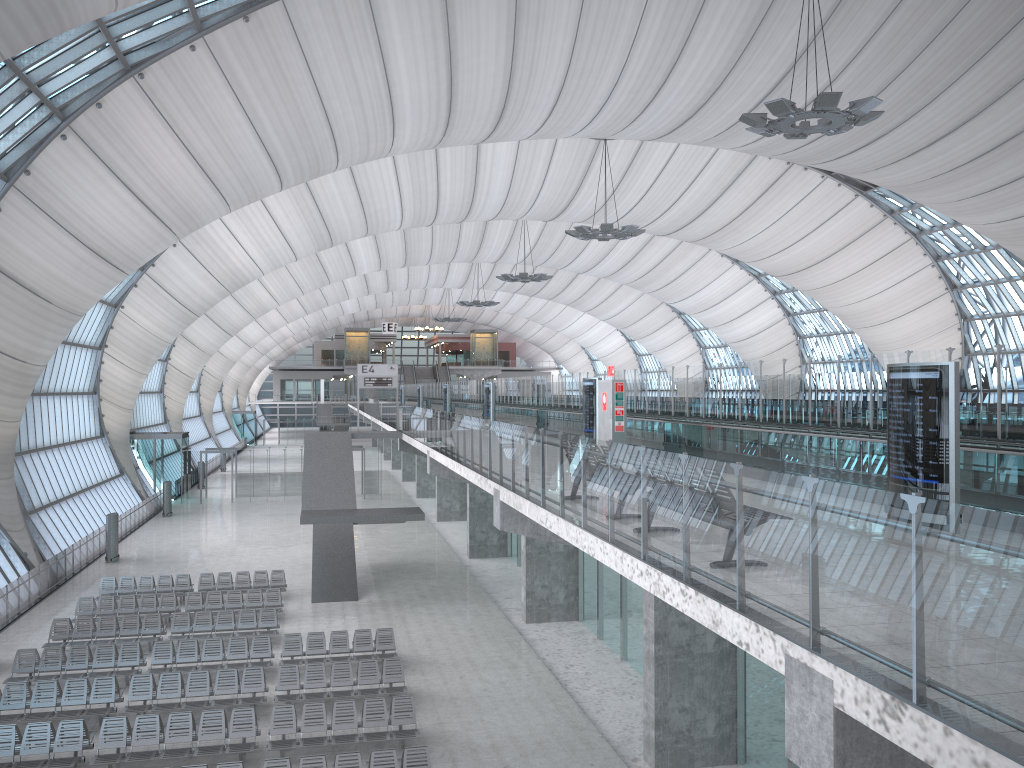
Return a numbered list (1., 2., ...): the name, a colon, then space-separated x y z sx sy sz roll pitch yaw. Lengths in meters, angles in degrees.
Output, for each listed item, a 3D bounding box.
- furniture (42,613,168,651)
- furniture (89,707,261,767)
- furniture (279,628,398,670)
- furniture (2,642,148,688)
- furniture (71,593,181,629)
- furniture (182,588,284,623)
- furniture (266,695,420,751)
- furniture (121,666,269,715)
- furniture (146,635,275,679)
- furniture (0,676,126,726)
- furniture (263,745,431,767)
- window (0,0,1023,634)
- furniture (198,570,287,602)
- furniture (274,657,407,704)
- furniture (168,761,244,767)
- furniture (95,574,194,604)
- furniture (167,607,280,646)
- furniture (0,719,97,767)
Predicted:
1. furniture: -10.211 6.319 22.388 2.705 0.913 1.572 0 0 -12
2. furniture: -5.866 6.268 15.674 2.705 0.913 1.572 0 0 -12
3. furniture: -4.087 6.297 20.965 2.705 0.913 1.572 0 0 -12
4. furniture: -9.653 6.302 19.776 2.705 0.913 1.572 0 0 -12
5. furniture: -10.702 6.335 24.685 2.705 0.913 1.572 0 0 -12
6. furniture: -7.919 6.333 25.280 2.705 0.913 1.572 0 0 -12
7. furniture: -3.084 6.265 16.269 2.705 0.913 1.572 0 0 -12
8. furniture: -6.368 6.284 18.022 2.705 0.913 1.572 0 0 -12
9. furniture: -6.870 6.299 20.371 2.705 0.913 1.572 0 0 -12
10. furniture: -9.151 6.286 17.428 2.705 0.913 1.572 0 0 -12
11. furniture: -2.582 6.249 13.921 2.705 0.913 1.572 0 0 -12
12. window: -3.044 -2.743 80.324 50.537 20.004 167.818 0 0 -12
13. furniture: -8.471 6.351 27.862 2.705 0.913 1.572 0 0 -12
14. furniture: -3.585 6.281 18.617 2.705 0.913 1.572 0 0 -12
15. furniture: -5.364 6.252 13.326 2.705 0.913 1.572 0 0 -12
16. furniture: -11.254 6.353 27.267 2.705 0.913 1.572 0 0 -12
17. furniture: -7.428 6.317 22.982 2.705 0.913 1.572 0 0 -12
18. furniture: -8.649 6.270 15.080 2.705 0.913 1.572 0 0 -12
